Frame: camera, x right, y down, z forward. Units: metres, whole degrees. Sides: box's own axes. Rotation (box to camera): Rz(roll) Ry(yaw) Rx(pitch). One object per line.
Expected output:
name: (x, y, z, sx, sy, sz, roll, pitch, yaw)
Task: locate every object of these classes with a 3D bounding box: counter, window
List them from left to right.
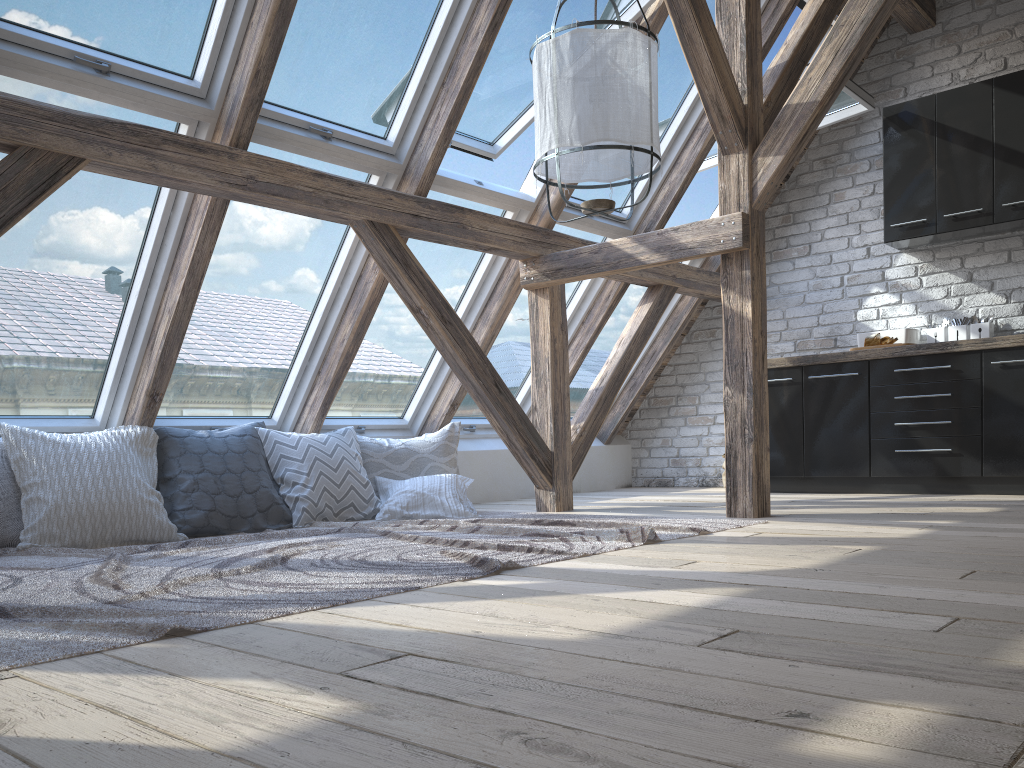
window: (-1.760, -0.405, 3.344, 1.098, 1.281, 0.852, -2, 1, 41)
window: (-1.053, -1.670, 2.621, 1.098, 1.281, 0.852, -2, 1, 41)
window: (-1.154, -0.377, 4.033, 1.098, 1.281, 0.852, -2, 1, 41)
window: (-0.446, -1.642, 3.310, 1.098, 1.281, 0.852, -2, 1, 41)
window: (-0.547, -0.349, 4.722, 1.098, 1.281, 0.852, -2, 1, 41)
window: (0.060, -0.321, 5.411, 1.098, 1.281, 0.852, -2, 1, 41)
window: (0.123, -1.611, 4.031, 1.408, 1.280, 0.852, -3, 0, 41)
window: (0.667, -0.293, 6.100, 1.098, 1.281, 0.852, -2, 1, 41)
window: (0.767, -1.587, 4.688, 1.098, 1.281, 0.852, -2, 1, 41)
window: (1.328, -1.554, 5.418, 1.523, 1.280, 0.852, -3, 0, 41)
counter: (2.569, 0.130, 4.030, 3.821, 0.854, 2.237, -5, -4, 41)

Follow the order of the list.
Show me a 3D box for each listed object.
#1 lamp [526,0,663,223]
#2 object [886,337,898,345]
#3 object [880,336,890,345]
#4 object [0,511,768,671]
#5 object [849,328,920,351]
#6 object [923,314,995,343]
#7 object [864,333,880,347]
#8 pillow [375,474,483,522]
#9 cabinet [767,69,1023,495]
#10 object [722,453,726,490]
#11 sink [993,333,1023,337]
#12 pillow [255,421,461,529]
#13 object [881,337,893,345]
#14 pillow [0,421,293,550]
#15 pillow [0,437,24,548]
lamp: (0.242, -1.482, 2.718, 0.407, 1.902, 0.398, -2, 3, -8)
object: (2.247, -0.247, 5.205, 0.073, 0.055, 0.083, -2, -2, 18)
object: (2.232, -0.249, 5.259, 0.074, 0.067, 0.079, -2, -1, 13)
object: (-0.788, 0.583, 3.243, 2.193, 0.056, 3.181, -6, -5, 42)
object: (2.281, -0.261, 5.351, 0.382, 0.134, 0.589, -4, -4, 30)
object: (2.681, -0.316, 5.251, 0.406, 0.201, 0.147, -4, -1, 43)
object: (2.143, -0.256, 5.239, 0.090, 0.088, 0.086, -2, 0, 18)
pillow: (-0.439, 0.593, 4.552, 0.536, 0.242, 0.475, -2, -3, -7)
cabinet: (2.740, -0.713, 3.902, 4.224, 2.515, 2.086, -4, -1, 41)
object: (1.584, 0.539, 6.071, 0.337, 0.391, 0.393, -2, 0, -23)
sink: (2.941, -0.290, 4.751, 0.527, 0.517, 0.513, -2, -1, 41)
pillow: (-0.774, 0.473, 4.654, 1.152, 0.535, 0.502, 1, -2, -44)
object: (2.219, -0.248, 5.203, 0.072, 0.058, 0.083, -2, -2, 17)
pillow: (-1.534, 0.414, 3.858, 0.468, 0.564, 1.270, -2, -2, 42)
pillow: (-2.207, 0.421, 3.133, 0.435, 0.525, 1.131, -2, -2, 34)
